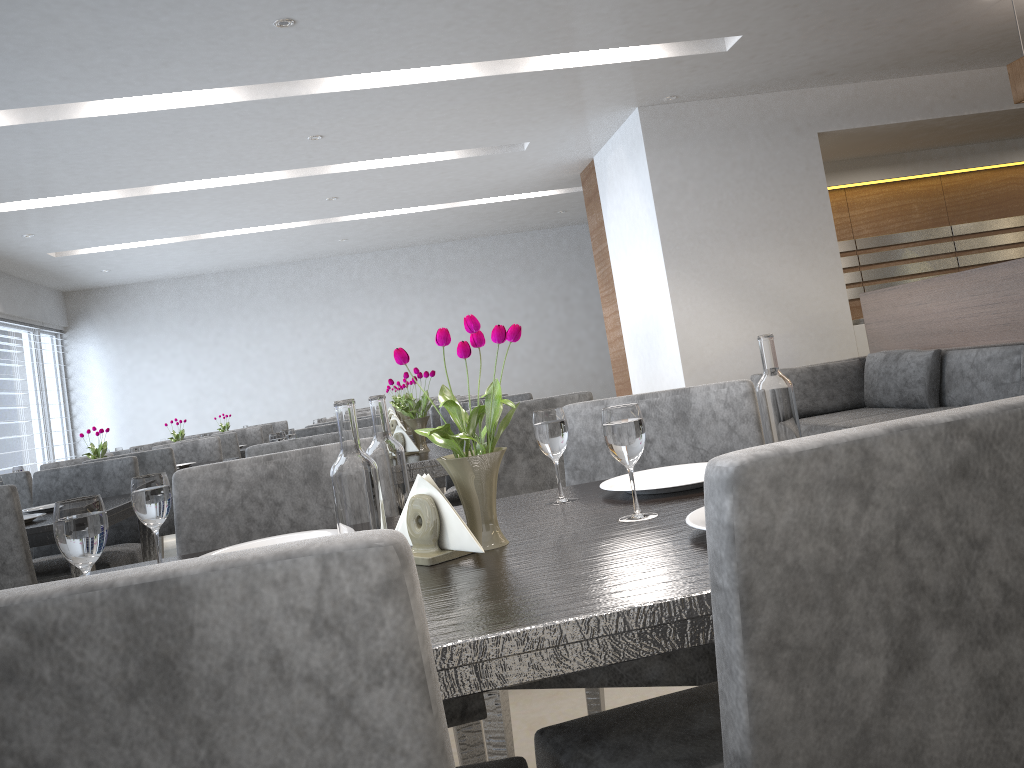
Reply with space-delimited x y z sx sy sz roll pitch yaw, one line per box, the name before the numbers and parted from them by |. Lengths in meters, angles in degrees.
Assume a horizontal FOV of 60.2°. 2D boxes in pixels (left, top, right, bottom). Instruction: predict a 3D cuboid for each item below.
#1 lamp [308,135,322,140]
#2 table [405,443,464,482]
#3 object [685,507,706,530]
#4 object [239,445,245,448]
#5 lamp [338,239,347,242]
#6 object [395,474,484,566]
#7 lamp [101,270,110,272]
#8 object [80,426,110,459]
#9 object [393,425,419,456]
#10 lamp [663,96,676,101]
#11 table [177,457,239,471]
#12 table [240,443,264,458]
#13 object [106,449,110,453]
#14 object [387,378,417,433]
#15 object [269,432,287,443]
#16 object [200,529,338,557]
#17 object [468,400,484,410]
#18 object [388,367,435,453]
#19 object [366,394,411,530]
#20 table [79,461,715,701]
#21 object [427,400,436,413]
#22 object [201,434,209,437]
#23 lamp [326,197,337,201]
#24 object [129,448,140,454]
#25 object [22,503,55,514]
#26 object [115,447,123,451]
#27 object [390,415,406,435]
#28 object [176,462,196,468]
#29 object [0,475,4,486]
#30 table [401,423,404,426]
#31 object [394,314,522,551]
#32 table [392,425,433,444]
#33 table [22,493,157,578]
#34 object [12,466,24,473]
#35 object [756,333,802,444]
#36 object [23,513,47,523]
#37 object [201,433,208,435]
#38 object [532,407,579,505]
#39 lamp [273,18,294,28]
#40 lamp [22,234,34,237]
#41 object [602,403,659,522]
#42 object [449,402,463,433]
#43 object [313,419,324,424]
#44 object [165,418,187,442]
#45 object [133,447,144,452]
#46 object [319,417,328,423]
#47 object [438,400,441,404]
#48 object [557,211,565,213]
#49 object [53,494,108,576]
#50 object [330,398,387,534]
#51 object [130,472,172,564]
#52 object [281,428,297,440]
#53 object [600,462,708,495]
lamp | -1.234 -1.540 5.532 0.088 0.007 0.089 -9 0 36
table | -0.240 0.536 2.888 1.191 0.637 0.773 -9 -1 -9
object | 0.293 0.137 0.936 0.218 0.015 0.215 -9 0 -28
object | -1.991 0.457 6.266 0.218 0.015 0.215 -9 0 -30
lamp | -1.754 -1.486 9.147 0.088 0.007 0.089 -9 0 36
object | -0.097 0.155 1.048 0.070 0.100 0.201 -7 -2 -39
lamp | -4.040 -1.123 8.787 0.088 0.007 0.089 -9 0 36
object | -2.036 0.346 4.334 0.155 0.278 0.103 -8 -4 -11
object | -0.361 0.183 2.879 0.070 0.100 0.201 -7 -2 -39
lamp | 1.051 -1.903 5.892 0.088 0.007 0.089 -9 0 36
table | -1.964 0.797 4.323 1.191 0.637 0.773 -9 -1 -9
table | -2.206 0.822 6.008 1.191 0.637 0.773 -9 -1 -9
object | -2.675 0.505 5.835 0.053 0.140 0.053 -12 -4 39
object | -0.552 0.110 4.568 0.155 0.278 0.103 -8 -4 -11
object | -0.713 0.219 2.722 0.053 0.140 0.053 -12 -4 39
object | -0.333 0.234 1.226 0.218 0.015 0.215 -9 0 -28
object | -0.109 0.123 2.869 0.053 0.140 0.053 -12 -4 39
object | -0.312 0.085 2.900 0.155 0.278 0.103 -8 -4 -11
object | -0.166 0.115 1.178 0.052 0.202 0.052 -11 -4 34
table | 0.024 0.508 1.057 1.191 0.637 0.773 -9 -1 -9
object | -0.427 0.159 4.744 0.053 0.140 0.053 -12 -4 39
object | -2.071 0.408 5.983 0.053 0.140 0.053 -12 -4 39
lamp | -1.480 -1.514 7.237 0.088 0.007 0.089 -9 0 36
object | -1.828 0.383 4.298 0.053 0.140 0.053 -11 -4 33
object | -1.509 0.406 2.913 0.217 0.015 0.216 -9 0 -9
object | -2.716 0.509 6.123 0.053 0.140 0.053 -12 -4 39
object | -0.601 0.208 4.547 0.070 0.100 0.201 -7 -2 -39
object | -1.749 0.431 4.581 0.217 0.015 0.216 -9 0 -9
object | -1.669 0.369 2.856 0.053 0.140 0.053 -11 -4 33
table | -0.722 0.587 6.242 1.191 0.637 0.773 -9 -1 -9
object | -0.048 0.058 1.069 0.155 0.278 0.103 -8 -4 -11
table | -0.480 0.561 4.557 1.191 0.637 0.773 -9 -1 -9
table | -1.724 0.772 2.654 1.191 0.637 0.773 -9 -1 -9
object | -2.474 0.484 4.439 0.053 0.140 0.053 -11 -4 33
object | 0.379 0.028 1.264 0.052 0.202 0.052 -11 -4 34
object | -1.454 0.400 2.533 0.217 0.015 0.216 -9 0 -9
object | -2.151 0.419 6.212 0.053 0.140 0.053 -12 -4 39
object | 0.065 0.107 1.327 0.053 0.140 0.053 -12 -4 39
lamp | -0.991 -1.566 3.838 0.088 0.007 0.089 -9 0 36
lamp | -3.765 -1.152 6.877 0.088 0.007 0.089 -9 0 36
object | 0.145 0.096 1.098 0.053 0.140 0.053 -12 -4 39
object | -0.190 0.134 3.098 0.053 0.140 0.053 -12 -4 39
object | -0.950 0.244 4.367 0.053 0.140 0.053 -11 -4 33
object | -2.279 0.371 6.020 0.155 0.278 0.103 -8 -4 -11
object | -1.909 0.394 4.527 0.053 0.140 0.053 -11 -4 33
object | -0.992 0.249 4.655 0.053 0.140 0.053 -12 -4 39
object | -0.346 0.148 4.515 0.053 0.140 0.053 -12 -4 39
object | 0.531 -1.848 9.507 0.088 0.007 0.089 -9 0 36
object | -0.459 0.193 0.951 0.053 0.140 0.053 -12 -4 39
object | -0.166 0.117 0.951 0.052 0.202 0.052 -11 -4 34
object | -0.500 0.197 1.238 0.053 0.140 0.053 -12 -4 39
object | -0.755 0.224 3.009 0.053 0.140 0.053 -12 -4 39
object | 0.239 0.143 1.316 0.218 0.015 0.215 -9 0 -28
